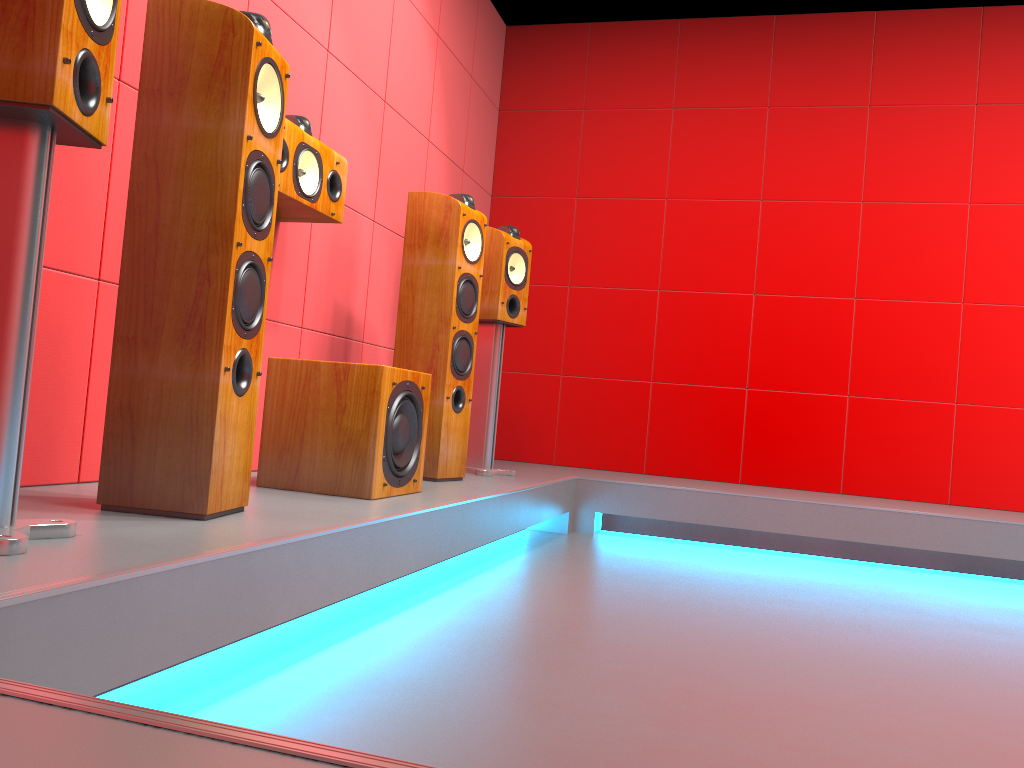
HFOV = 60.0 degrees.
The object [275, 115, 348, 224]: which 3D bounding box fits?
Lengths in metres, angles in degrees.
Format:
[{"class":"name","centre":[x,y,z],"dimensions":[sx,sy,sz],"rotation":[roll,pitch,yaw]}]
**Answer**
[{"class":"object","centre":[-0.714,-0.679,2.691],"dimensions":[0.235,0.271,0.493],"rotation":[4,-2,16]}]

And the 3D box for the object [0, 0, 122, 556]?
[{"class":"object","centre":[-0.789,-0.293,1.360],"dimensions":[0.265,1.058,0.231],"rotation":[5,-2,-4]}]

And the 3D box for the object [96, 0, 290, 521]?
[{"class":"object","centre":[-0.649,-0.261,1.857],"dimensions":[0.238,1.052,0.203],"rotation":[5,-2,6]}]

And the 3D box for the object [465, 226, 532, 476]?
[{"class":"object","centre":[-0.103,-0.148,3.792],"dimensions":[0.265,1.058,0.231],"rotation":[3,-3,36]}]

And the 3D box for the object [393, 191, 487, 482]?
[{"class":"object","centre":[-0.274,-0.179,3.271],"dimensions":[0.238,1.052,0.203],"rotation":[4,-2,26]}]

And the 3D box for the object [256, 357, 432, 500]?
[{"class":"object","centre":[-0.470,0.127,2.573],"dimensions":[0.360,0.360,0.360],"rotation":[4,-2,16]}]
